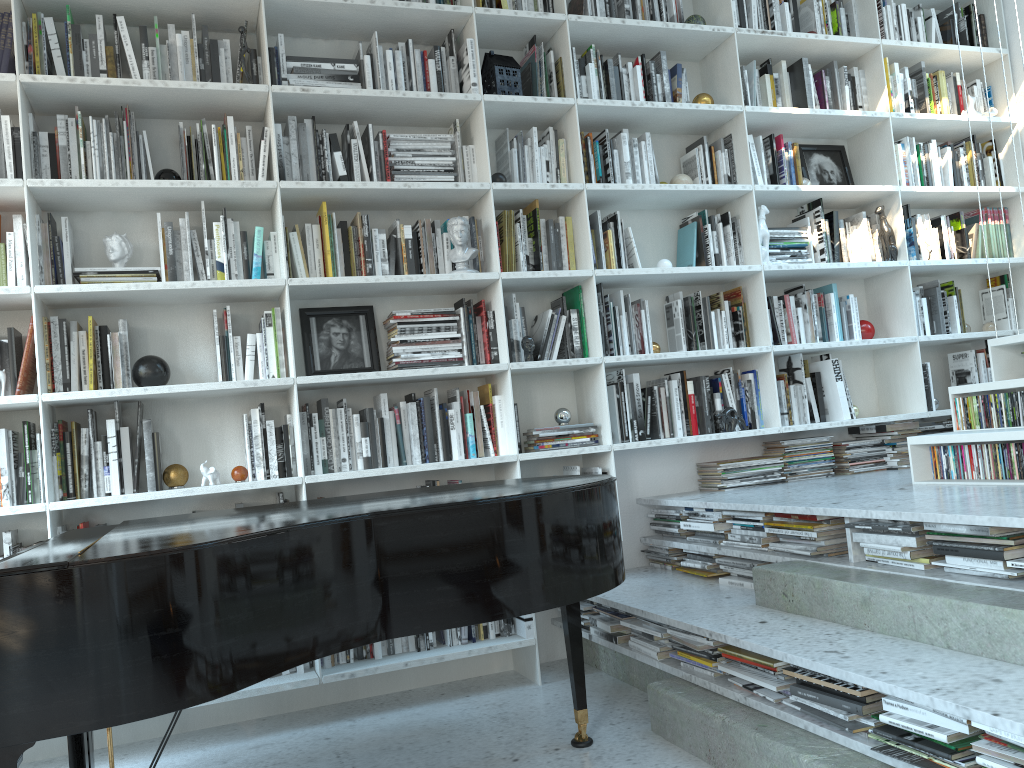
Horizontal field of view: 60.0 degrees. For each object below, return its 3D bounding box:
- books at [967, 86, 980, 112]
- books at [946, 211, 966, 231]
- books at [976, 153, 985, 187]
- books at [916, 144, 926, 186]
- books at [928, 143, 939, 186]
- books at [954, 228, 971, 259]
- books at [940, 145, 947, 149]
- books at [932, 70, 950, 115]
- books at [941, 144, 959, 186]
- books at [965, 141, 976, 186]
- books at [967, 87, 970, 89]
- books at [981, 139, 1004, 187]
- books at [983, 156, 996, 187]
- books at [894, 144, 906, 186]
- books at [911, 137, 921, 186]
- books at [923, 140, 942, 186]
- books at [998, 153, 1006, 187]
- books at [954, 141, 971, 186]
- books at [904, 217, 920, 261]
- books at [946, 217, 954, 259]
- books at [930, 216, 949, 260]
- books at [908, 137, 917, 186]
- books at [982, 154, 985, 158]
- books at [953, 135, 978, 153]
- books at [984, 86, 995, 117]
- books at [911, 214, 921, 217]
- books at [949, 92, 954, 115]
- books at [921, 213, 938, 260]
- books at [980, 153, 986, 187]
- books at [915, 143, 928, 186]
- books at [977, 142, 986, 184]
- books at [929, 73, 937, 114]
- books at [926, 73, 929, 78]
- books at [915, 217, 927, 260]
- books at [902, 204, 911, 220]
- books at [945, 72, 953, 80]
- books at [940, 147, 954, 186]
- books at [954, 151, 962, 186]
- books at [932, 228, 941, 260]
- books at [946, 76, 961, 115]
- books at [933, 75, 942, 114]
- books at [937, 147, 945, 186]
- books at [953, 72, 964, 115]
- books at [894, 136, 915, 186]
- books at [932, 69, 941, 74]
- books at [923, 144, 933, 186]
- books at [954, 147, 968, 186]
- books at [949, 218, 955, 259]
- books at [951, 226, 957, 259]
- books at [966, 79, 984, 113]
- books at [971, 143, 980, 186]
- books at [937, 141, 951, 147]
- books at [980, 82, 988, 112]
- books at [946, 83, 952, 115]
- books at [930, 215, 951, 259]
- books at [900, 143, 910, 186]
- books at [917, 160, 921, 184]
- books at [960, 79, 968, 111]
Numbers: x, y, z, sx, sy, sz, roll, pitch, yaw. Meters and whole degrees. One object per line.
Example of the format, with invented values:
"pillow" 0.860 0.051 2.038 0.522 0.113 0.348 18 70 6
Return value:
"books" 2.426 -1.461 4.761 0.023 0.213 0.181 -5 -4 -20
"books" 2.314 -0.748 4.664 0.026 0.277 0.170 -5 -4 -20
"books" 2.421 -1.093 4.718 0.025 0.211 0.188 -5 -4 -20
"books" 2.070 -1.091 4.599 0.013 0.260 0.158 -5 -4 -20
"books" 2.134 -1.097 4.619 0.022 0.262 0.172 -5 -4 -20
"books" 2.304 -0.701 4.627 0.024 0.181 0.191 -5 -4 -20
"books" 2.268 -1.110 4.698 0.010 0.273 0.130 -5 -4 -20
"books" 2.152 -1.458 4.607 0.042 0.242 0.248 -5 -4 -20
"books" 2.262 -1.104 4.670 0.023 0.258 0.184 -5 -4 -20
"books" 2.372 -1.122 4.708 0.013 0.277 0.188 -5 -4 -20
"books" 2.438 -1.467 4.792 0.023 0.227 0.131 -5 -4 -20
"books" 2.539 -1.142 4.770 0.042 0.292 0.186 -5 -4 -20
"books" 2.494 -1.090 4.744 0.029 0.195 0.192 -5 -4 -20
"books" 1.927 -1.075 4.533 0.023 0.247 0.182 -5 -4 -20
"books" 2.033 -1.104 4.586 0.012 0.292 0.165 -5 -4 -20
"books" 2.156 -1.109 4.633 0.030 0.283 0.166 -5 -4 -20
"books" 2.572 -1.107 4.780 0.021 0.219 0.184 -5 -4 -20
"books" 2.358 -1.123 4.707 0.012 0.283 0.151 -5 -4 -20
"books" 2.000 -0.709 4.533 0.022 0.243 0.171 -5 -4 -20
"books" 2.235 -0.730 4.642 0.012 0.254 0.161 -5 -4 -20
"books" 2.177 -0.724 4.601 0.022 0.247 0.181 -5 -4 -20
"books" 2.013 -1.104 4.591 0.022 0.297 0.162 -5 -4 -20
"books" 2.505 -1.106 4.787 0.024 0.230 0.131 -5 -4 -20
"books" 2.448 -1.152 4.760 0.013 0.330 0.140 -5 -3 -20
"books" 2.530 -1.470 4.790 0.011 0.216 0.170 -5 -4 -20
"books" 2.052 -0.723 4.564 0.022 0.265 0.157 -5 -4 -20
"books" 2.277 -1.433 4.721 0.034 0.182 0.156 -5 -4 -20
"books" 2.093 -0.725 4.565 0.056 0.261 0.176 -5 -4 -20
"books" 2.441 -1.098 4.736 0.025 0.220 0.177 -5 -4 -20
"books" 2.085 -1.096 4.614 0.025 0.270 0.152 -5 -4 -20
"books" 2.465 -1.131 4.755 0.013 0.283 0.149 -5 -4 -20
"books" 2.119 -1.455 4.581 0.012 0.237 0.166 -5 -4 -20
"books" 2.103 -1.456 4.575 0.022 0.242 0.145 -5 -4 -20
"books" 2.034 -0.713 4.544 0.026 0.245 0.181 -5 -4 -20
"books" 2.006 -0.747 4.558 0.012 0.322 0.141 -5 -3 -20
"books" 2.312 -1.491 4.742 0.011 0.294 0.151 -5 -4 -20
"books" 2.233 -1.096 4.652 0.045 0.245 0.177 -5 -4 -20
"books" 2.311 -1.096 4.709 0.028 0.237 0.146 -5 -4 -20
"books" 2.133 -0.692 4.577 0.023 0.189 0.170 -5 -4 -20
"books" 2.306 -1.476 4.715 0.022 0.261 0.160 -5 -4 -20
"books" 2.135 -1.449 4.576 0.013 0.222 0.174 -5 -4 -20
"books" 2.199 -1.096 4.662 0.012 0.254 0.161 -5 -4 -20
"books" 2.333 -1.490 4.737 0.023 0.287 0.163 -5 -4 -20
"books" 1.979 -1.098 4.551 0.014 0.285 0.185 -5 -4 -20
"books" 2.219 -1.486 4.693 0.010 0.295 0.165 -5 -4 -20
"books" 2.112 -1.093 4.613 0.024 0.259 0.156 -5 -4 -20
"books" 2.339 -1.106 4.708 0.025 0.252 0.160 -5 -4 -20
"books" 2.252 -0.729 4.651 0.025 0.248 0.134 -5 -4 -20
"books" 2.271 -0.709 4.659 0.014 0.207 0.138 -5 -4 -20
"books" 2.466 -1.485 4.788 0.029 0.258 0.163 -5 -4 -20
"books" 2.392 -1.119 4.712 0.028 0.268 0.173 -5 -4 -20
"books" 2.285 -1.121 4.701 0.024 0.291 0.132 -5 -4 -20
"books" 2.499 -1.482 4.799 0.040 0.246 0.160 -5 -4 -20
"books" 2.238 -1.447 4.682 0.013 0.212 0.187 -5 -4 -20
"books" 2.196 -0.730 4.620 0.029 0.259 0.171 -5 -4 -20
"books" 1.957 -1.080 4.556 0.026 0.256 0.173 -5 -4 -20
"books" 2.052 -1.048 4.602 0.027 0.179 0.157 -5 -4 -20
"books" 2.380 -1.477 4.748 0.070 0.254 0.154 -5 -4 -20
